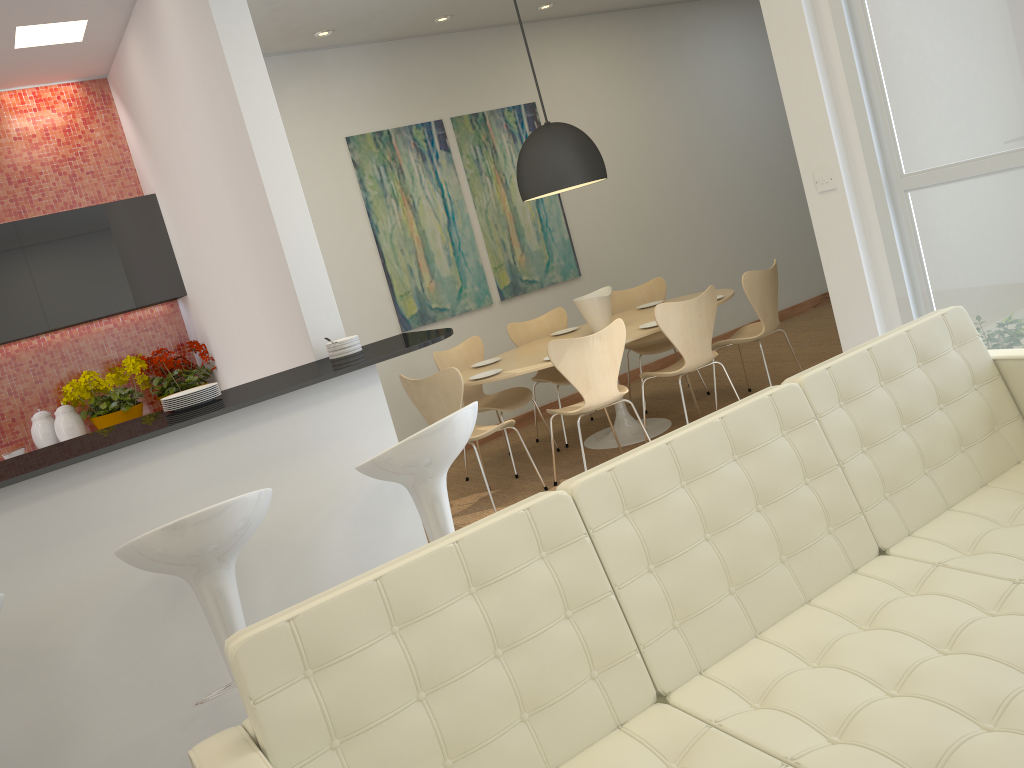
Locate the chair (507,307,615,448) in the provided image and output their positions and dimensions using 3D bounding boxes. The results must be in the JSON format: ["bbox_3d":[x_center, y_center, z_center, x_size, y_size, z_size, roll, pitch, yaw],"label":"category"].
[{"bbox_3d":[0.368,-0.071,6.437,0.525,0.901,0.515,-19,7,-25],"label":"chair"}]

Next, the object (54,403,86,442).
[{"bbox_3d":[-2.607,0.249,5.217,0.159,0.281,0.161,-13,7,22],"label":"object"}]

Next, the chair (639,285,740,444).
[{"bbox_3d":[1.060,-0.105,5.484,0.525,0.901,0.515,-19,8,-29],"label":"chair"}]

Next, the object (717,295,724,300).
[{"bbox_3d":[1.339,-0.569,6.026,0.209,0.015,0.213,-11,10,25],"label":"object"}]

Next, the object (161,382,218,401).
[{"bbox_3d":[-1.198,0.033,3.294,0.209,0.015,0.212,-13,9,14],"label":"object"}]

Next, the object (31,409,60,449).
[{"bbox_3d":[-2.780,0.285,5.286,0.159,0.281,0.161,-13,7,22],"label":"object"}]

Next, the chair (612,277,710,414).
[{"bbox_3d":[1.072,-0.313,6.722,0.522,0.901,0.518,-16,7,-5],"label":"chair"}]

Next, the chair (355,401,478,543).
[{"bbox_3d":[-0.206,0.594,2.999,0.462,1.015,0.462,-9,9,46],"label":"chair"}]

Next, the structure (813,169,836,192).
[{"bbox_3d":[1.659,-1.079,4.701,0.013,0.104,0.114,-19,8,-29],"label":"structure"}]

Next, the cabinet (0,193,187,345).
[{"bbox_3d":[-3.547,-0.377,4.898,3.270,0.656,0.351,-21,8,-30],"label":"cabinet"}]

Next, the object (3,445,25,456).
[{"bbox_3d":[-2.914,0.390,5.183,0.008,0.009,0.236,-15,9,0],"label":"object"}]

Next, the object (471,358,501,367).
[{"bbox_3d":[-0.174,-0.140,5.959,0.210,0.015,0.211,-17,9,-8],"label":"object"}]

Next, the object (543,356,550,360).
[{"bbox_3d":[0.293,-0.171,5.365,0.210,0.015,0.211,-16,9,-3],"label":"object"}]

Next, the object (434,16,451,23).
[{"bbox_3d":[-0.518,-2.717,6.595,0.129,0.010,0.131,-13,9,15],"label":"object"}]

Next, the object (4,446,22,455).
[{"bbox_3d":[-2.933,0.392,5.205,0.008,0.009,0.235,-16,9,-5],"label":"object"}]

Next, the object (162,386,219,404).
[{"bbox_3d":[-1.194,0.046,3.295,0.209,0.015,0.212,-13,9,14],"label":"object"}]

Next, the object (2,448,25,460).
[{"bbox_3d":[-2.917,0.436,5.202,0.120,0.083,0.122,-12,9,25],"label":"object"}]

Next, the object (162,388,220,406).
[{"bbox_3d":[-1.192,0.053,3.296,0.209,0.015,0.212,-13,9,14],"label":"object"}]

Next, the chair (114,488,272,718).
[{"bbox_3d":[-0.806,0.821,2.631,0.459,1.015,0.465,-18,7,-18],"label":"chair"}]

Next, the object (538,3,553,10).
[{"bbox_3d":[0.267,-3.013,7.072,0.129,0.010,0.131,-13,9,15],"label":"object"}]

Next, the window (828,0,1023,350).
[{"bbox_3d":[2.753,-1.130,3.136,0.122,2.697,3.427,-19,8,-29],"label":"window"}]

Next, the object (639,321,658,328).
[{"bbox_3d":[0.905,-0.377,5.590,0.209,0.015,0.212,-13,9,16],"label":"object"}]

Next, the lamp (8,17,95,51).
[{"bbox_3d":[-2.478,-1.890,4.745,0.412,0.034,0.408,-21,10,-29],"label":"lamp"}]

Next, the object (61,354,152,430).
[{"bbox_3d":[-2.419,0.086,5.335,0.526,0.446,0.502,-19,9,-27],"label":"object"}]

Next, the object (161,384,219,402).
[{"bbox_3d":[-1.196,0.040,3.295,0.209,0.015,0.212,-13,9,14],"label":"object"}]

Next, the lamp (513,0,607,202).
[{"bbox_3d":[0.156,-2.003,5.825,0.599,1.485,0.593,-19,7,-27],"label":"lamp"}]

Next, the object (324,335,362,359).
[{"bbox_3d":[-0.720,-0.166,3.688,0.175,0.097,0.139,-22,10,-36],"label":"object"}]

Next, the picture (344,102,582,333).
[{"bbox_3d":[-0.324,-1.369,7.036,1.753,1.498,0.020,-20,7,-30],"label":"picture"}]

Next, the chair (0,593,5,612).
[{"bbox_3d":[-1.406,1.048,2.267,0.459,1.015,0.465,-18,7,-18],"label":"chair"}]

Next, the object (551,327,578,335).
[{"bbox_3d":[0.385,-0.381,6.481,0.211,0.015,0.211,-17,9,-12],"label":"object"}]

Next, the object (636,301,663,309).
[{"bbox_3d":[1.039,-0.593,6.668,0.209,0.015,0.213,-8,12,38],"label":"object"}]

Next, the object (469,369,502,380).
[{"bbox_3d":[-0.160,-0.054,5.418,0.210,0.015,0.211,-17,9,-8],"label":"object"}]

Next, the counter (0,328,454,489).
[{"bbox_3d":[-1.519,0.237,2.955,2.989,0.019,0.734,-21,10,-30],"label":"counter"}]

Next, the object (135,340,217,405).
[{"bbox_3d":[-2.076,-0.044,5.548,0.520,0.446,0.509,-9,10,40],"label":"object"}]

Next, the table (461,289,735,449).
[{"bbox_3d":[0.691,-0.004,6.040,2.281,0.725,1.278,-20,10,-29],"label":"table"}]

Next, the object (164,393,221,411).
[{"bbox_3d":[-1.187,0.073,3.298,0.209,0.015,0.212,-13,9,14],"label":"object"}]

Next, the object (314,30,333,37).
[{"bbox_3d":[-1.304,-2.421,6.118,0.129,0.010,0.131,-13,9,15],"label":"object"}]

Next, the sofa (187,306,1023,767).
[{"bbox_3d":[0.757,0.551,1.912,2.586,0.917,0.999,-20,9,-30],"label":"sofa"}]

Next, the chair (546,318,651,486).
[{"bbox_3d":[0.458,0.117,5.150,0.524,0.901,0.516,-18,7,-22],"label":"chair"}]

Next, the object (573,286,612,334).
[{"bbox_3d":[0.574,-0.488,5.981,0.271,0.278,0.263,-15,7,6],"label":"object"}]

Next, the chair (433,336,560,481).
[{"bbox_3d":[-0.129,0.134,6.027,0.513,0.901,0.527,-10,9,39],"label":"chair"}]

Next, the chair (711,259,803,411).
[{"bbox_3d":[1.594,-0.323,5.909,0.513,0.901,0.527,-9,9,43],"label":"chair"}]

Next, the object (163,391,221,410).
[{"bbox_3d":[-1.189,0.066,3.298,0.209,0.015,0.212,-13,9,14],"label":"object"}]

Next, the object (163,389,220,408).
[{"bbox_3d":[-1.191,0.060,3.297,0.209,0.015,0.212,-13,9,14],"label":"object"}]

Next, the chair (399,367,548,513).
[{"bbox_3d":[-0.249,0.299,5.230,0.519,0.901,0.521,-9,9,44],"label":"chair"}]
